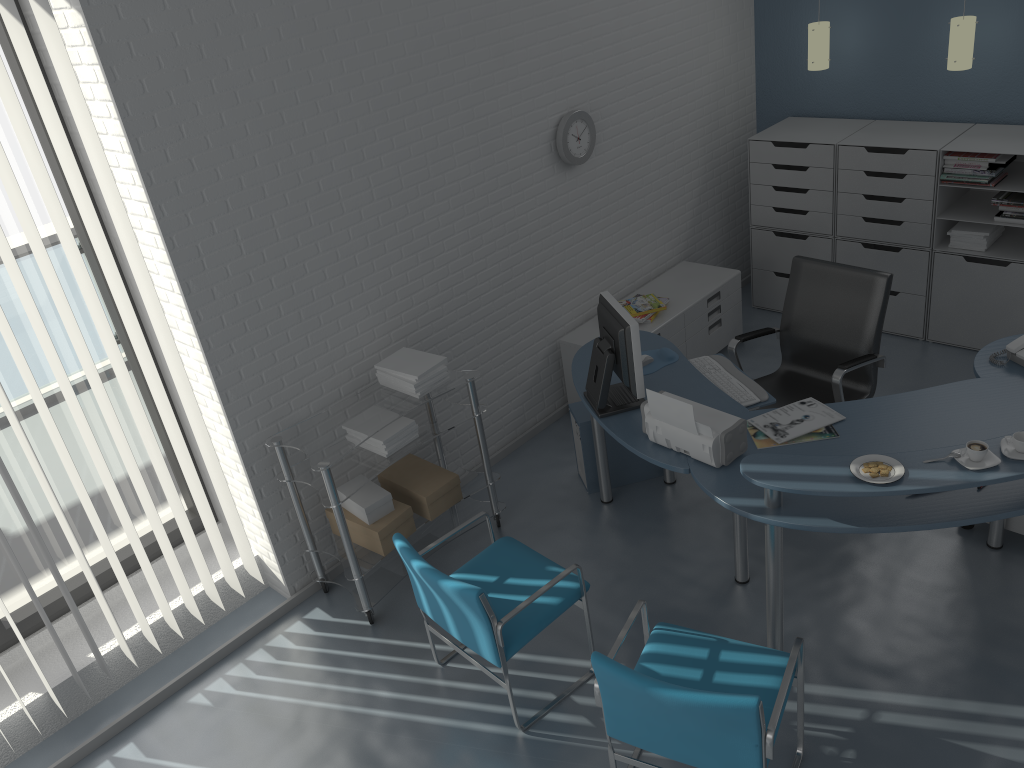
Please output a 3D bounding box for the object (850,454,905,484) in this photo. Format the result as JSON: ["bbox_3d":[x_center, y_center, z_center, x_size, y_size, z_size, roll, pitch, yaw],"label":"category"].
[{"bbox_3d":[1.152,0.272,2.800,0.162,0.011,0.162,-10,28,0],"label":"object"}]

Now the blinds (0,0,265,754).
[{"bbox_3d":[-2.737,0.470,2.124,0.158,2.955,4.001,18,39,41],"label":"blinds"}]

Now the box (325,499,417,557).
[{"bbox_3d":[-0.622,0.601,3.917,0.347,0.133,0.207,14,36,37],"label":"box"}]

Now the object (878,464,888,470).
[{"bbox_3d":[1.174,0.261,2.805,0.027,0.005,0.025,11,35,34],"label":"object"}]

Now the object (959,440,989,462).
[{"bbox_3d":[1.442,0.212,2.768,0.078,0.049,0.062,11,34,33],"label":"object"}]

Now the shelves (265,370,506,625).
[{"bbox_3d":[-0.525,0.461,4.010,0.441,0.848,0.896,18,39,41],"label":"shelves"}]

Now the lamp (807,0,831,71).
[{"bbox_3d":[1.692,-2.656,4.864,0.120,1.786,0.120,-6,28,6],"label":"lamp"}]

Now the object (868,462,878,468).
[{"bbox_3d":[1.148,0.256,2.822,0.025,0.005,0.027,-8,28,3],"label":"object"}]

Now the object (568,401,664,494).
[{"bbox_3d":[0.560,0.274,4.459,0.471,0.422,0.199,-13,28,-6],"label":"object"}]

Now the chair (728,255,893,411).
[{"bbox_3d":[1.374,-0.016,4.174,0.652,0.948,0.584,-29,34,-32],"label":"chair"}]

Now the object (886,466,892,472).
[{"bbox_3d":[1.187,0.267,2.801,0.025,0.005,0.027,10,34,32],"label":"object"}]

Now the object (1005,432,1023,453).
[{"bbox_3d":[1.591,0.183,2.773,0.062,0.049,0.078,-20,30,-18],"label":"object"}]

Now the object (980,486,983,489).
[{"bbox_3d":[1.593,0.295,2.920,0.200,0.010,0.011,-27,32,-28],"label":"object"}]

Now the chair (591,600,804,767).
[{"bbox_3d":[0.599,1.008,2.795,0.542,0.707,0.543,7,32,28],"label":"chair"}]

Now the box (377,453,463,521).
[{"bbox_3d":[-0.423,0.472,4.091,0.347,0.133,0.207,18,39,41],"label":"box"}]

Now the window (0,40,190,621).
[{"bbox_3d":[-2.822,0.214,2.687,0.008,2.562,3.635,18,39,41],"label":"window"}]

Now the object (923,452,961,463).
[{"bbox_3d":[1.358,0.232,2.800,0.119,0.021,0.025,-8,28,4],"label":"object"}]

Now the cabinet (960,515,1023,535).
[{"bbox_3d":[2.198,0.344,3.614,0.383,0.605,0.559,-32,35,-35],"label":"cabinet"}]

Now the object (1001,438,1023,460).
[{"bbox_3d":[1.598,0.206,2.778,0.119,0.016,0.119,3,31,23],"label":"object"}]

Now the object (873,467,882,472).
[{"bbox_3d":[1.157,0.268,2.806,0.027,0.005,0.025,7,33,29],"label":"object"}]

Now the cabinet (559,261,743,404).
[{"bbox_3d":[0.867,-0.261,5.279,0.447,0.484,1.259,18,39,41],"label":"cabinet"}]

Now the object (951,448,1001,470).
[{"bbox_3d":[1.452,0.234,2.775,0.119,0.016,0.119,-12,28,-4],"label":"object"}]

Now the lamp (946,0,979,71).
[{"bbox_3d":[2.268,-2.471,4.340,0.120,1.786,0.120,-6,28,6],"label":"lamp"}]

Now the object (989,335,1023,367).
[{"bbox_3d":[2.118,-0.189,3.356,0.399,0.280,0.405,-16,29,-11],"label":"object"}]

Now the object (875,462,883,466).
[{"bbox_3d":[1.169,0.255,2.827,0.027,0.005,0.025,-3,29,13],"label":"object"}]

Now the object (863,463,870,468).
[{"bbox_3d":[1.136,0.259,2.830,0.027,0.005,0.025,-2,29,14],"label":"object"}]

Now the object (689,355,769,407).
[{"bbox_3d":[0.889,-0.013,3.836,0.276,0.028,0.478,-15,29,-10],"label":"object"}]

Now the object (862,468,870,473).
[{"bbox_3d":[1.124,0.273,2.809,0.027,0.005,0.025,-10,28,-1],"label":"object"}]

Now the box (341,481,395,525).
[{"bbox_3d":[-0.639,0.504,3.865,0.139,0.090,0.234,-30,34,-32],"label":"box"}]

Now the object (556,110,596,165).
[{"bbox_3d":[0.340,-1.297,4.676,0.041,0.277,0.279,18,39,41],"label":"object"}]

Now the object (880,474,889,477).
[{"bbox_3d":[1.167,0.282,2.779,0.025,0.005,0.027,0,30,17],"label":"object"}]

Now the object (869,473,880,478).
[{"bbox_3d":[1.137,0.285,2.783,0.027,0.005,0.025,-12,28,-5],"label":"object"}]

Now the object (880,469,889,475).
[{"bbox_3d":[1.168,0.276,2.779,0.025,0.005,0.027,4,31,24],"label":"object"}]

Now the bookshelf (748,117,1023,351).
[{"bbox_3d":[2.544,-0.869,5.152,2.294,1.141,0.521,18,39,41],"label":"bookshelf"}]

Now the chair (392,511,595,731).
[{"bbox_3d":[-0.051,0.822,3.344,0.543,0.707,0.542,-30,34,-32],"label":"chair"}]

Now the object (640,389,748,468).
[{"bbox_3d":[0.643,0.121,3.263,0.197,0.273,0.392,-29,34,-32],"label":"object"}]

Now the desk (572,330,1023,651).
[{"bbox_3d":[1.272,0.378,3.533,2.282,0.900,1.402,2,30,20],"label":"desk"}]

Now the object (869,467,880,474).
[{"bbox_3d":[1.142,0.272,2.795,0.025,0.005,0.027,-30,34,-32],"label":"object"}]
